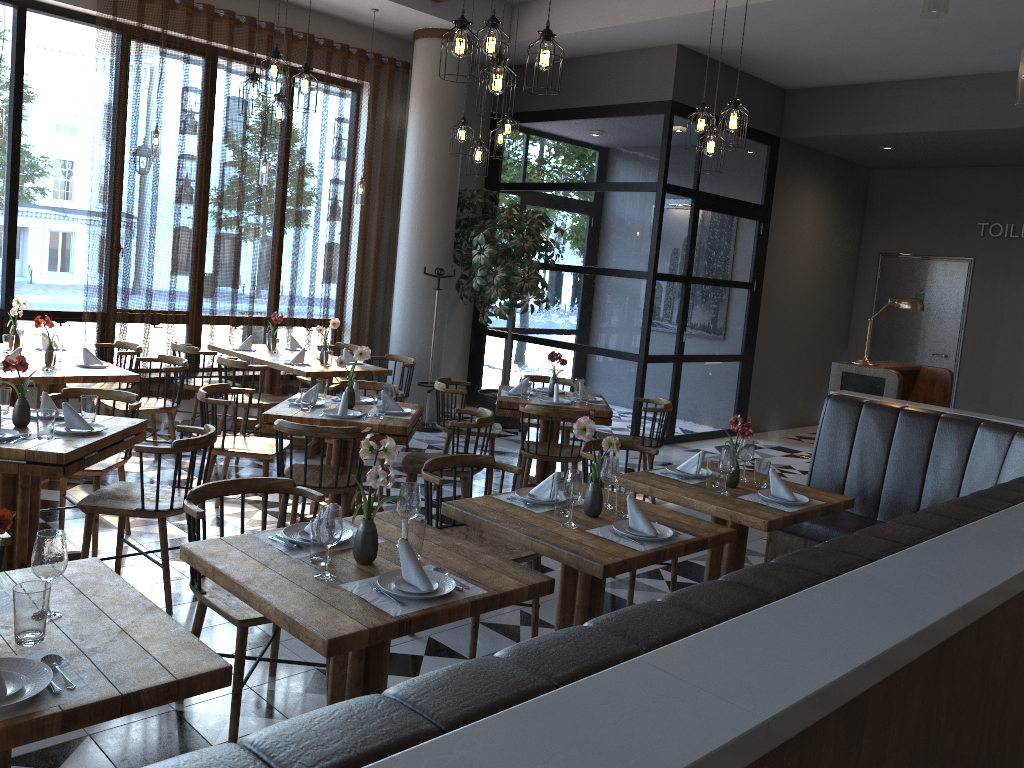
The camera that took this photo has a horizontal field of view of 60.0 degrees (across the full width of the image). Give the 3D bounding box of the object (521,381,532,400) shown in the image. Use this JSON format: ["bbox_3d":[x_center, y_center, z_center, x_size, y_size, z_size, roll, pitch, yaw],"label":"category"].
[{"bbox_3d":[0.105,0.047,6.631,0.080,0.131,0.080,2,7,-30],"label":"object"}]

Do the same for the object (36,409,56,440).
[{"bbox_3d":[-2.106,0.185,4.001,0.080,0.131,0.080,1,8,-40],"label":"object"}]

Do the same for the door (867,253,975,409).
[{"bbox_3d":[5.278,-0.500,11.668,0.114,2.385,1.211,0,8,-45],"label":"door"}]

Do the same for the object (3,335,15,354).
[{"bbox_3d":[-3.680,-0.290,6.476,0.080,0.131,0.080,4,6,-10],"label":"object"}]

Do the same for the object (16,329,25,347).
[{"bbox_3d":[-3.831,-0.358,6.881,0.080,0.131,0.080,4,6,-10],"label":"object"}]

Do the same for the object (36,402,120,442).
[{"bbox_3d":[-2.060,0.159,4.208,0.272,0.136,0.353,5,7,0],"label":"object"}]

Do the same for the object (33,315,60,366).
[{"bbox_3d":[-3.164,-0.292,6.002,0.156,0.354,0.171,8,6,24],"label":"object"}]

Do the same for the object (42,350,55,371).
[{"bbox_3d":[-3.072,-0.153,5.866,0.080,0.131,0.080,9,7,30],"label":"object"}]

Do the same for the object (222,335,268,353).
[{"bbox_3d":[-2.411,-0.375,8.006,0.272,0.136,0.353,-2,10,-45],"label":"object"}]

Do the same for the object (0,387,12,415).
[{"bbox_3d":[-2.549,0.087,4.428,0.080,0.131,0.080,1,8,-40],"label":"object"}]

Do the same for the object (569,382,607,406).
[{"bbox_3d":[0.589,0.060,6.859,0.272,0.136,0.353,5,7,0],"label":"object"}]

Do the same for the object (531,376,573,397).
[{"bbox_3d":[0.321,0.000,7.123,0.352,0.136,0.273,5,7,0],"label":"object"}]

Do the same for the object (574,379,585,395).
[{"bbox_3d":[0.533,0.029,7.074,0.080,0.131,0.080,3,6,-20],"label":"object"}]

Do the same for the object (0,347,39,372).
[{"bbox_3d":[-3.319,-0.177,5.855,0.272,0.136,0.353,-2,10,-45],"label":"object"}]

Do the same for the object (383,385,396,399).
[{"bbox_3d":[-0.800,0.078,5.744,0.080,0.131,0.080,2,7,-30],"label":"object"}]

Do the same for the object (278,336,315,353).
[{"bbox_3d":[-2.038,-0.390,8.386,0.272,0.136,0.353,-2,10,-45],"label":"object"}]

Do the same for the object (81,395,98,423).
[{"bbox_3d":[-2.116,0.127,4.431,0.080,0.131,0.080,1,8,-40],"label":"object"}]

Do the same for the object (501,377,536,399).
[{"bbox_3d":[0.058,0.011,6.852,0.272,0.136,0.353,5,7,0],"label":"object"}]

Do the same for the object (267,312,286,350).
[{"bbox_3d":[-2.184,-0.490,8.206,0.156,0.354,0.171,8,6,21],"label":"object"}]

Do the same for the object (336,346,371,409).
[{"bbox_3d":[-0.989,-0.041,5.490,0.206,0.398,0.147,2,7,-34],"label":"object"}]

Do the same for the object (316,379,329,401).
[{"bbox_3d":[-1.233,0.038,5.741,0.080,0.131,0.080,2,7,-30],"label":"object"}]

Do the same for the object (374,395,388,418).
[{"bbox_3d":[-0.790,0.136,5.314,0.080,0.131,0.080,2,7,-30],"label":"object"}]

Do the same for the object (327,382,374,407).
[{"bbox_3d":[-1.010,0.050,5.790,0.352,0.136,0.273,5,7,0],"label":"object"}]

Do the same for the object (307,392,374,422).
[{"bbox_3d":[-1.006,0.121,5.255,0.352,0.136,0.273,5,7,0],"label":"object"}]

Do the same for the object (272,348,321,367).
[{"bbox_3d":[-1.789,-0.234,7.381,0.272,0.136,0.353,-2,10,-45],"label":"object"}]

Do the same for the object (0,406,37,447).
[{"bbox_3d":[-2.323,0.170,3.937,0.352,0.136,0.273,5,7,0],"label":"object"}]

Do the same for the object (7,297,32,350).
[{"bbox_3d":[-3.715,-0.455,6.674,0.146,0.398,0.207,1,7,-41],"label":"object"}]

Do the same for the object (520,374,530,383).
[{"bbox_3d":[0.100,-0.011,7.071,0.080,0.131,0.080,7,6,20],"label":"object"}]

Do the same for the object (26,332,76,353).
[{"bbox_3d":[-3.568,-0.333,6.859,0.272,0.136,0.353,-2,10,-45],"label":"object"}]

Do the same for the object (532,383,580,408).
[{"bbox_3d":[0.326,0.071,6.588,0.352,0.136,0.273,5,7,0],"label":"object"}]

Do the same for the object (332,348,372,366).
[{"bbox_3d":[-1.415,-0.249,7.762,0.272,0.136,0.353,-2,10,-45],"label":"object"}]

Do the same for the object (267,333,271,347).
[{"bbox_3d":[-2.294,-0.415,8.414,0.080,0.131,0.080,2,7,-30],"label":"object"}]

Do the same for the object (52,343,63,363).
[{"bbox_3d":[-3.223,-0.220,6.272,0.080,0.131,0.080,9,7,30],"label":"object"}]

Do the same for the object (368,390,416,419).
[{"bbox_3d":[-0.743,0.110,5.526,0.272,0.136,0.353,5,7,0],"label":"object"}]

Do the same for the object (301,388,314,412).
[{"bbox_3d":[-1.228,0.096,5.301,0.080,0.131,0.080,2,7,-30],"label":"object"}]

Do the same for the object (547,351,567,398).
[{"bbox_3d":[0.341,-0.076,6.879,0.156,0.354,0.171,6,6,2],"label":"object"}]

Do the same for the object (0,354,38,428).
[{"bbox_3d":[-2.331,0.030,4.161,0.156,0.354,0.171,6,6,10],"label":"object"}]

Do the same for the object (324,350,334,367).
[{"bbox_3d":[-1.536,-0.209,7.399,0.080,0.131,0.080,9,7,30],"label":"object"}]

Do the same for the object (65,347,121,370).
[{"bbox_3d":[-2.946,-0.192,6.235,0.272,0.136,0.353,-2,10,-45],"label":"object"}]

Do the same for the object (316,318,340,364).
[{"bbox_3d":[-1.577,-0.370,7.560,0.147,0.398,0.207,10,7,37],"label":"object"}]

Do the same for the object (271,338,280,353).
[{"bbox_3d":[-2.144,-0.347,8.009,0.080,0.131,0.080,2,7,-30],"label":"object"}]

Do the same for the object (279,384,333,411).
[{"bbox_3d":[-1.273,0.061,5.519,0.272,0.136,0.353,5,7,0],"label":"object"}]

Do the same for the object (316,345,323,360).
[{"bbox_3d":[-1.686,-0.277,7.804,0.080,0.131,0.080,9,7,30],"label":"object"}]

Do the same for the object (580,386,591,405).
[{"bbox_3d":[0.543,0.087,6.644,0.080,0.131,0.080,3,6,-20],"label":"object"}]

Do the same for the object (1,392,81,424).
[{"bbox_3d":[-2.327,0.099,4.472,0.352,0.136,0.273,5,7,0],"label":"object"}]
